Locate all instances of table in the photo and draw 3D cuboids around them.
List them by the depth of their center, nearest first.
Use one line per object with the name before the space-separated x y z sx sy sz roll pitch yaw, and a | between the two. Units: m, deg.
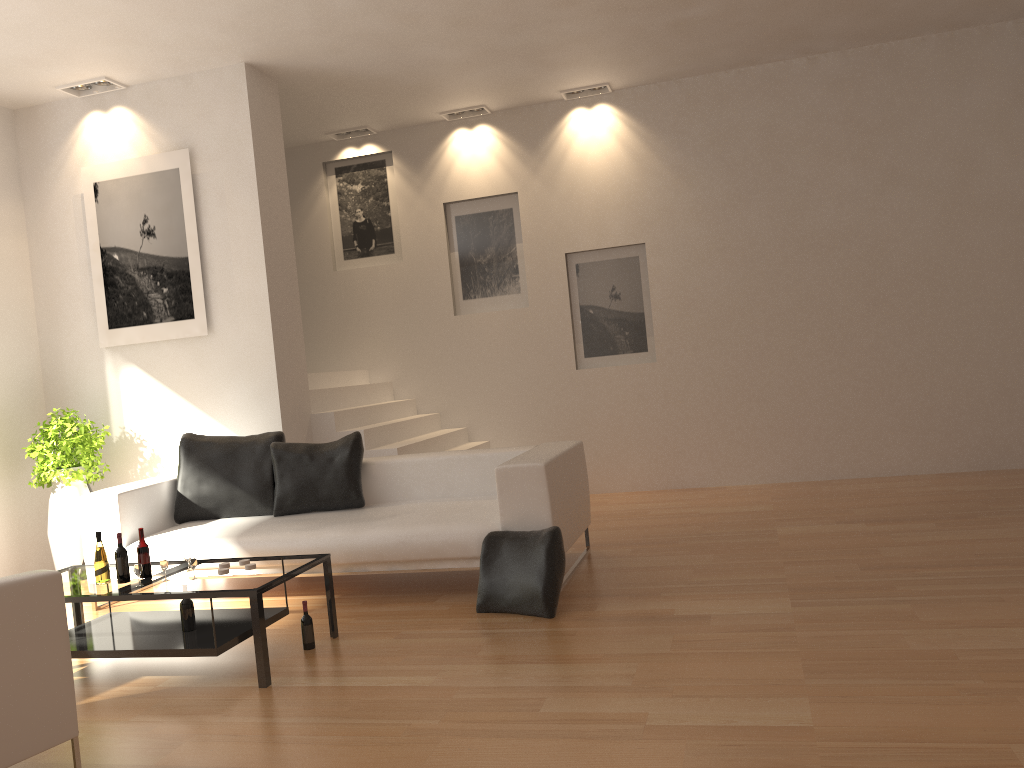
table | -1.743 1.177 4.371 1.566 0.460 0.709 -5 1 15

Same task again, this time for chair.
chair | -2.485 1.094 2.934 1.671 0.761 1.262 -5 1 30

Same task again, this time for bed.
bed | -1.110 0.909 5.786 3.075 0.761 1.262 -5 1 15

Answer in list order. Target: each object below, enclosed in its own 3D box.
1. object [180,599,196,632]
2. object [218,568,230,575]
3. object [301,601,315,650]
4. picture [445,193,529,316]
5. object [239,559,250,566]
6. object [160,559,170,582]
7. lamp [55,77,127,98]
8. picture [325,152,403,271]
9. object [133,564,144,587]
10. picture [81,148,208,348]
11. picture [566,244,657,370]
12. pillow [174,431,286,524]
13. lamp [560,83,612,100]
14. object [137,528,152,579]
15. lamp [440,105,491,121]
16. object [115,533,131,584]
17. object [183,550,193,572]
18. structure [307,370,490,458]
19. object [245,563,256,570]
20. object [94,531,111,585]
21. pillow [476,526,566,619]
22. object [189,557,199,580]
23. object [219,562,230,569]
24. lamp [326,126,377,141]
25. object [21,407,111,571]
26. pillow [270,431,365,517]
object | -1.568 1.086 4.280 0.065 0.217 0.065 -6 1 -3
object | -1.374 0.893 4.225 0.052 0.021 0.052 -5 1 37
object | -1.006 1.187 4.354 0.059 0.244 0.059 -6 1 -9
picture | -0.244 -1.266 8.703 0.802 1.155 0.005 -5 1 15
object | -1.328 0.886 4.402 0.052 0.021 0.052 -6 1 -8
object | -1.658 0.888 4.235 0.039 0.101 0.039 -6 1 -27
lamp | -3.254 -2.362 6.845 0.446 0.166 0.243 -5 1 15
picture | -1.503 -1.747 9.010 0.802 1.155 0.005 -5 1 15
object | -1.756 0.899 4.171 0.039 0.101 0.039 -6 1 -33
picture | -2.870 -1.043 6.905 0.979 1.431 0.004 -5 1 15
picture | 0.942 -0.724 8.418 0.802 1.155 0.005 -5 1 15
pillow | -1.940 0.645 6.140 0.755 0.666 0.346 -6 1 1
lamp | 0.679 -2.774 8.194 0.446 0.166 0.243 -5 1 15
object | -1.818 0.834 4.373 0.057 0.248 0.057 -5 1 33
lamp | -0.451 -2.667 8.493 0.446 0.166 0.243 -5 1 15
object | -1.892 0.843 4.297 0.059 0.244 0.059 -5 1 15
object | -1.610 0.881 4.408 0.039 0.101 0.039 -6 1 -27
structure | -2.117 0.637 8.256 4.625 1.403 1.839 -5 1 15
object | -1.261 0.881 4.277 0.052 0.021 0.052 -6 1 -8
object | -2.002 0.847 4.319 0.068 0.257 0.067 -5 1 33
pillow | 0.062 0.998 4.714 0.503 0.457 0.340 -5 1 33
object | -1.508 0.874 4.201 0.039 0.101 0.039 -6 1 -27
object | -1.416 0.895 4.367 0.052 0.021 0.052 -6 1 -8
lamp | -1.597 -2.560 8.796 0.446 0.166 0.243 -5 1 15
object | -3.345 0.831 6.760 0.570 1.324 0.631 -5 1 29
pillow | -1.307 0.610 5.996 0.628 0.524 0.270 -6 1 -2
